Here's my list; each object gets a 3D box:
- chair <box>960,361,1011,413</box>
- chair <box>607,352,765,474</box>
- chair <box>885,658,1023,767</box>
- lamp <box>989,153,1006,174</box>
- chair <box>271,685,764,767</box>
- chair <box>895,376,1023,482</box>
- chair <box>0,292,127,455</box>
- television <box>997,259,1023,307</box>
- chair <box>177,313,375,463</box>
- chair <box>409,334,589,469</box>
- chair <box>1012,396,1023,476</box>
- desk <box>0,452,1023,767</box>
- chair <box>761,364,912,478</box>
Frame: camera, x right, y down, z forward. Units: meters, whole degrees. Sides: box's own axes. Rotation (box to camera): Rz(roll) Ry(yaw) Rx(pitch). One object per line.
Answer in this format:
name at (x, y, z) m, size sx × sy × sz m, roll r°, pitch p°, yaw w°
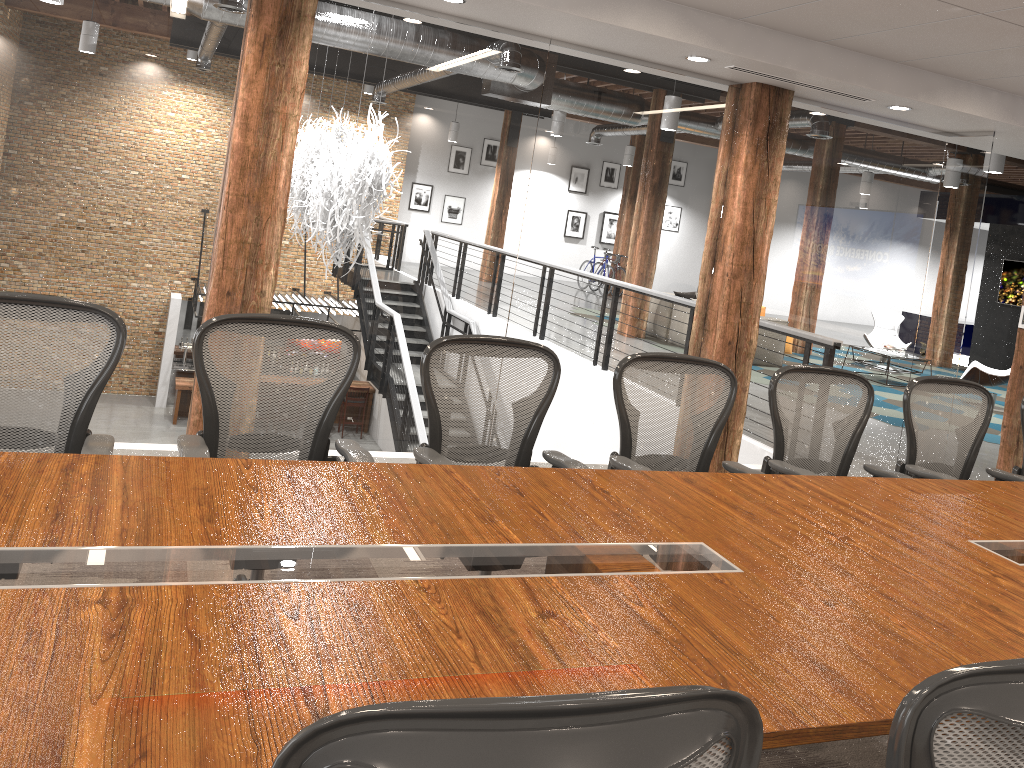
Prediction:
chair at (6.171, -0.151, 11.112) m, size 0.795 × 0.914 × 0.678 m, roll 10°, pitch 4°, yaw 15°
chair at (0.721, 0.468, 3.473) m, size 0.763 × 1.082 × 0.809 m, roll 6°, pitch 5°, yaw -37°
chair at (0.604, 0.856, 1.446) m, size 0.763 × 1.082 × 0.809 m, roll 5°, pitch 6°, yaw -42°
lamp at (5.622, -3.325, 9.917) m, size 0.204 × 1.849 × 0.206 m, roll 8°, pitch 1°, yaw -23°
chair at (-0.118, 0.796, 1.199) m, size 0.794 × 1.082 × 0.777 m, roll 7°, pitch 4°, yaw -23°
chair at (2.188, 0.561, 4.116) m, size 0.763 × 1.082 × 0.809 m, roll 5°, pitch 5°, yaw -39°
chair at (-1.512, 0.306, 2.600) m, size 0.808 × 1.082 × 0.764 m, roll 12°, pitch 5°, yaw 41°
television at (8.905, -1.636, 14.697) m, size 0.049 × 0.785 × 1.499 m, roll 8°, pitch 8°, yaw -24°
chair at (-0.784, 0.348, 2.941) m, size 0.763 × 1.082 × 0.809 m, roll 5°, pitch 6°, yaw -41°
chair at (-0.032, 0.418, 3.155) m, size 0.794 × 1.082 × 0.777 m, roll 6°, pitch 5°, yaw -34°
chair at (2.911, 0.620, 4.364) m, size 0.795 × 1.082 × 0.776 m, roll 7°, pitch 4°, yaw -17°
desk at (0.967, 0.863, 2.505) m, size 5.991 × 0.748 × 1.439 m, roll 4°, pitch 10°, yaw -22°
chair at (1.445, 0.521, 3.753) m, size 0.794 × 1.082 × 0.777 m, roll 6°, pitch 5°, yaw -30°
